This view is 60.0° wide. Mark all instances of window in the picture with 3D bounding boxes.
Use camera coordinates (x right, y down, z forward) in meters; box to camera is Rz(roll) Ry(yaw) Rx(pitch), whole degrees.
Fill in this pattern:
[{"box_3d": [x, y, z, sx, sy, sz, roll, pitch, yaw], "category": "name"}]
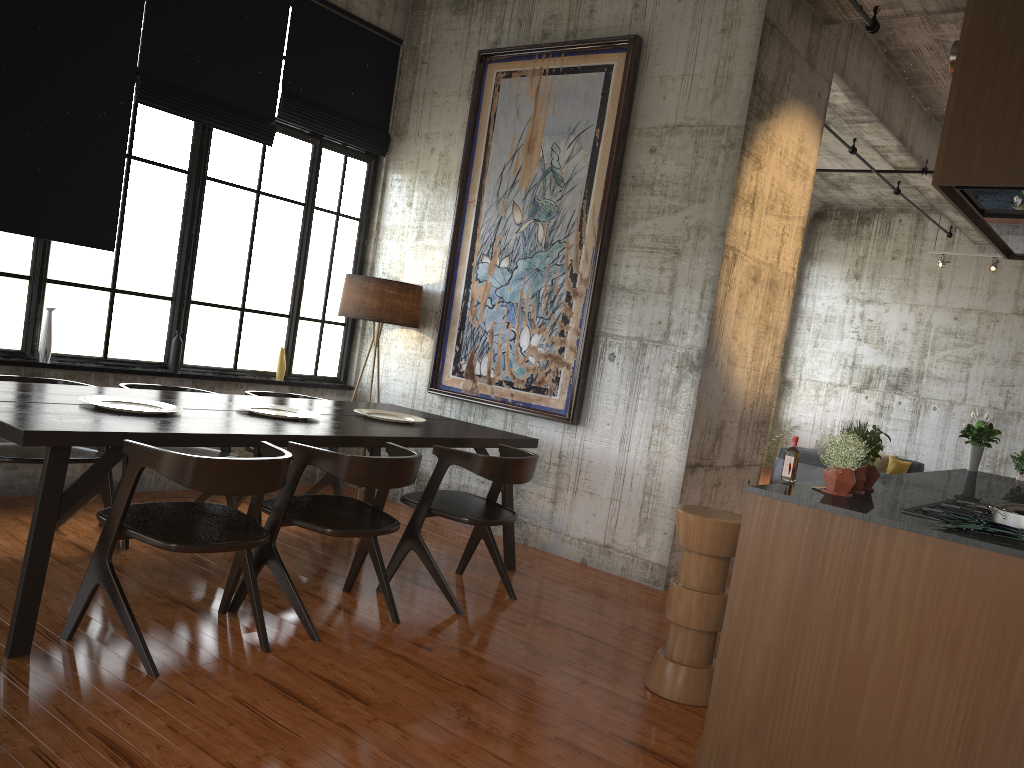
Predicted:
[{"box_3d": [-2.561, -1.754, 7.302, 0.050, 3.443, 3.816, 12, 5, 37], "category": "window"}]

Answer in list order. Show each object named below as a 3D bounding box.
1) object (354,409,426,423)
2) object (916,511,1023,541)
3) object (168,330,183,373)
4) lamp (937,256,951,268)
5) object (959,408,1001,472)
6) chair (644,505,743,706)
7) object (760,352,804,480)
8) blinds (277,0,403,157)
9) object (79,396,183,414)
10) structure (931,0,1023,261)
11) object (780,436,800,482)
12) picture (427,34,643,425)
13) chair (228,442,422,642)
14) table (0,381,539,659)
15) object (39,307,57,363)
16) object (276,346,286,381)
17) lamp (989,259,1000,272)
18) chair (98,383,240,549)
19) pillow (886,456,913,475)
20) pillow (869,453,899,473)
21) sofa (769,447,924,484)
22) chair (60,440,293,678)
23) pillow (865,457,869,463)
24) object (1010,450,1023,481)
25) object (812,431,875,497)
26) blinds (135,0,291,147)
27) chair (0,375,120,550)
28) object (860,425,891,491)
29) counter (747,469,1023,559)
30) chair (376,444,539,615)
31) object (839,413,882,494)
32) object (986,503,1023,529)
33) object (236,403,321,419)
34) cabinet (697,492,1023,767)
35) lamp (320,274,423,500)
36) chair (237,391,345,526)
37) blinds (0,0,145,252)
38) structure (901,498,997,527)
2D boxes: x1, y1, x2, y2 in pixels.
[{"box_3d": [-0.886, 0.238, 6.444, 0.527, 0.025, 0.525, 7, 4, -42], "category": "object"}, {"box_3d": [1.729, 0.519, 3.306, 0.392, 0.068, 0.184, 9, 3, -6], "category": "object"}, {"box_3d": [-2.770, -0.266, 7.310, 0.080, 0.353, 0.080, 7, 5, -21], "category": "object"}, {"box_3d": [7.305, -2.066, 15.017, 0.261, 0.211, 0.101, 8, 4, -17], "category": "lamp"}, {"box_3d": [3.630, 0.435, 6.891, 0.304, 0.503, 0.267, 8, 4, -10], "category": "object"}, {"box_3d": [0.985, 1.156, 4.689, 0.408, 0.965, 0.410, 10, 4, 16], "category": "chair"}, {"box_3d": [2.125, 0.590, 8.938, 1.515, 2.068, 1.881, 7, 4, -30], "category": "object"}, {"box_3d": [-1.537, -2.827, 8.143, 0.052, 1.144, 1.298, 12, 5, 37], "category": "blinds"}, {"box_3d": [-2.091, 0.120, 4.877, 0.527, 0.025, 0.525, 7, 4, -42], "category": "object"}, {"box_3d": [2.401, -1.196, 3.696, 0.661, 1.128, 1.630, 12, 4, 37], "category": "structure"}, {"box_3d": [1.285, 0.342, 4.071, 0.055, 0.209, 0.056, 12, 6, 37], "category": "object"}, {"box_3d": [0.122, -1.326, 7.580, 1.650, 3.128, 0.142, 12, 5, 37], "category": "picture"}, {"box_3d": [-0.982, 0.824, 4.968, 0.767, 0.995, 0.879, 12, 5, 37], "category": "chair"}, {"box_3d": [-1.628, 0.678, 5.716, 1.633, 1.008, 3.706, 11, 4, 38], "category": "table"}, {"box_3d": [-3.401, -0.358, 6.488, 0.082, 0.411, 0.082, 9, 4, -2], "category": "object"}, {"box_3d": [-2.119, -0.187, 8.157, 0.073, 0.319, 0.074, 9, 4, 0], "category": "object"}, {"box_3d": [7.920, -1.944, 14.557, 0.199, 0.229, 0.101, 6, 5, -42], "category": "lamp"}, {"box_3d": [-2.357, 0.549, 6.137, 0.767, 0.995, 0.879, 12, 5, 38], "category": "chair"}, {"box_3d": [6.026, 1.315, 13.854, 0.434, 0.319, 0.168, 10, 4, 12], "category": "pillow"}, {"box_3d": [5.792, 1.248, 14.076, 0.260, 0.447, 0.535, 5, 5, -45], "category": "pillow"}, {"box_3d": [5.082, 1.462, 13.340, 1.357, 0.863, 3.007, 12, 4, 39], "category": "sofa"}, {"box_3d": [-1.531, 0.770, 4.254, 0.767, 0.995, 0.879, 12, 5, 38], "category": "chair"}, {"box_3d": [4.752, 1.166, 12.323, 0.260, 0.447, 0.535, 5, 5, -45], "category": "pillow"}, {"box_3d": [3.911, 0.610, 6.730, 0.232, 0.258, 0.235, 8, 4, -14], "category": "object"}, {"box_3d": [1.426, 0.336, 3.842, 0.211, 0.284, 0.220, 5, 5, -44], "category": "object"}, {"box_3d": [-2.344, -2.777, 7.129, 0.051, 1.401, 1.256, 12, 5, 37], "category": "blinds"}, {"box_3d": [-2.906, 0.496, 5.424, 0.767, 0.995, 0.879, 12, 5, 37], "category": "chair"}, {"box_3d": [1.700, 0.347, 4.240, 0.178, 0.312, 0.173, 13, 6, 43], "category": "object"}, {"box_3d": [2.763, 0.727, 4.982, 1.241, 0.175, 4.367, 11, 3, 38], "category": "counter"}, {"box_3d": [-0.304, 0.893, 5.781, 0.767, 0.995, 0.879, 12, 4, 34], "category": "chair"}, {"box_3d": [1.562, 0.305, 4.041, 0.186, 0.368, 0.196, 8, 4, -13], "category": "object"}, {"box_3d": [2.242, 0.555, 3.539, 0.730, 0.121, 0.330, 8, 3, -17], "category": "object"}, {"box_3d": [-1.489, 0.179, 5.661, 0.527, 0.025, 0.525, 7, 4, -42], "category": "object"}, {"box_3d": [2.675, 1.280, 5.027, 1.241, 1.246, 4.365, 12, 4, 38], "category": "cabinet"}, {"box_3d": [-1.329, 0.066, 8.212, 0.753, 2.061, 0.749, 5, 6, -40], "category": "lamp"}, {"box_3d": [-1.744, 0.608, 6.949, 0.767, 0.995, 0.879, 12, 5, 37], "category": "chair"}, {"box_3d": [-3.209, -2.294, 6.199, 0.034, 2.540, 1.216, 12, 5, 37], "category": "blinds"}, {"box_3d": [2.167, 0.590, 3.812, 0.676, 0.019, 1.098, 11, 3, 38], "category": "structure"}]
